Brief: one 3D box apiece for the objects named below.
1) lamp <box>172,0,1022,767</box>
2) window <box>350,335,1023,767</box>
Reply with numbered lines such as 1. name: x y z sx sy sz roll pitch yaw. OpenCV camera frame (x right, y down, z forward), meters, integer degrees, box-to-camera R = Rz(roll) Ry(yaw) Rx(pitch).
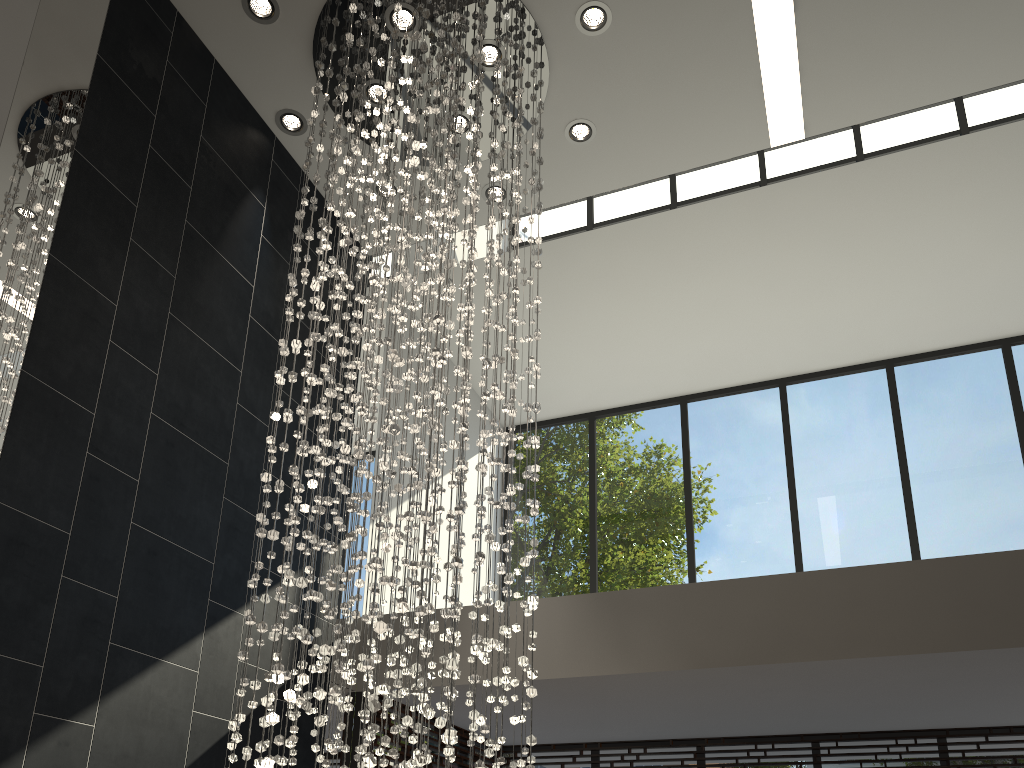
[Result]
1. lamp: 0.124 -41.448 11.918 417.448 104.741 418.465 26 -38 -36
2. window: 2.302 1.858 5.480 6.216 5.495 2.534 -9 -25 21
